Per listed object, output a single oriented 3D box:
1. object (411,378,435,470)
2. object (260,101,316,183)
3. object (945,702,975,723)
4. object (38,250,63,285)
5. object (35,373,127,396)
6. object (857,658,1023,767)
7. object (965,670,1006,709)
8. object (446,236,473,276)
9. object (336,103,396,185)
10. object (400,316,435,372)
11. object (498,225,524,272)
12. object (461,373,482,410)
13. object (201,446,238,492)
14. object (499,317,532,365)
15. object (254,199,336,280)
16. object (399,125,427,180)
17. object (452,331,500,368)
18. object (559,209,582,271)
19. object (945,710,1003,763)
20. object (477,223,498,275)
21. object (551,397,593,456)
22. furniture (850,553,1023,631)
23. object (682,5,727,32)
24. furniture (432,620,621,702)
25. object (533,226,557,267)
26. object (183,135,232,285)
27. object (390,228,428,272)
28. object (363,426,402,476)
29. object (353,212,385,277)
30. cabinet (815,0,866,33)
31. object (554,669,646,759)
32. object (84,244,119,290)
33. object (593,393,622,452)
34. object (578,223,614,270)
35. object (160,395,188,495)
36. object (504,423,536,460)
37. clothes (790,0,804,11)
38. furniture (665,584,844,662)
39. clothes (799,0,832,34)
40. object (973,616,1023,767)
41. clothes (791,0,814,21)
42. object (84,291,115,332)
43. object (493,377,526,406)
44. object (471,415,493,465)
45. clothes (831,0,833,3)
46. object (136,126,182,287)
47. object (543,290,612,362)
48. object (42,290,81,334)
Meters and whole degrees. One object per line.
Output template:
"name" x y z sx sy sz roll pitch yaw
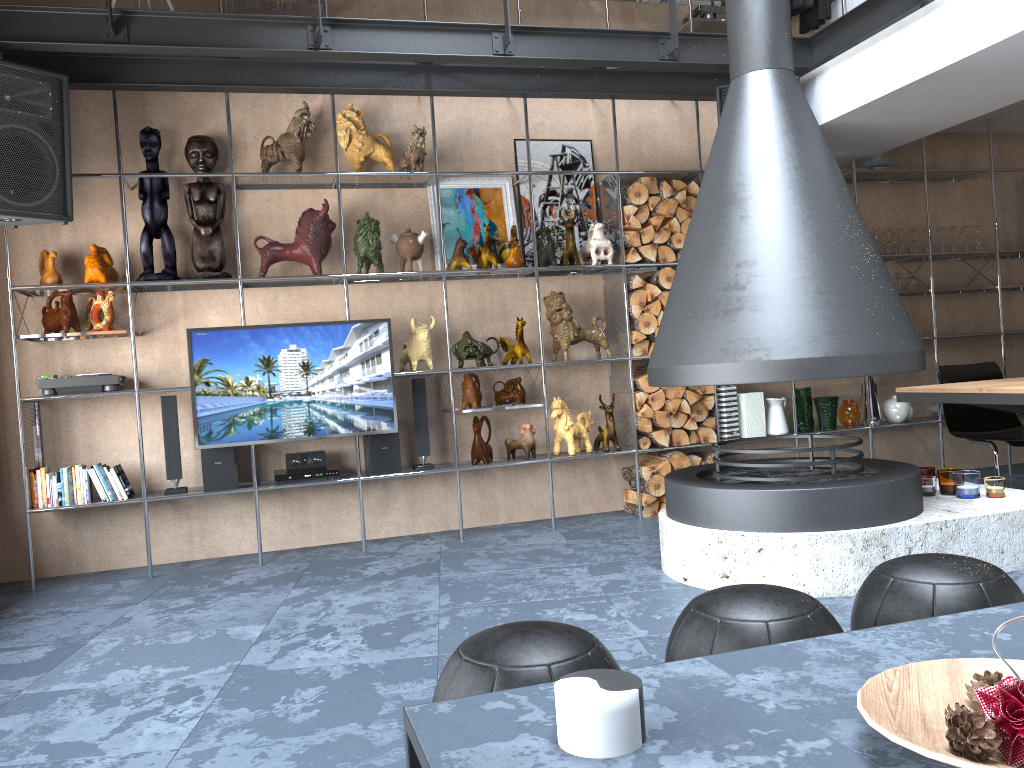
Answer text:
"object" -0.539 0.233 5.220 0.112 0.533 0.112 -4 1 -16
"object" -1.283 -1.385 5.074 0.328 0.442 0.207 -4 1 -23
"object" 0.611 0.453 1.202 0.042 0.042 0.043 -4 1 -21
"object" -2.446 -0.612 4.698 0.107 0.209 0.233 -4 1 -29
"object" -2.304 -0.005 4.754 0.404 0.114 0.320 -4 1 -16
"object" 0.659 0.449 1.144 0.395 0.061 0.395 -4 1 -23
"object" 0.676 0.433 1.249 0.063 0.061 0.061 -4 1 -16
"object" -0.329 -0.763 5.320 0.137 0.207 0.272 -4 1 -12
"object" -0.863 -1.424 5.233 0.328 0.458 0.215 -4 1 -11
"object" -0.565 -0.229 5.191 0.154 0.310 0.325 -4 1 -31
"object" 0.003 -0.821 5.382 0.123 0.270 0.227 -4 1 -16
"object" -0.242 0.041 5.316 0.108 0.214 0.217 -4 1 9
"object" -1.638 0.430 4.961 0.175 0.303 0.343 -4 1 -16
"object" 0.008 -0.258 5.405 0.097 0.290 0.290 -5 1 -36
"object" -1.221 -0.814 5.011 0.462 0.440 0.219 -4 1 -16
"object" -0.569 -1.350 5.173 0.131 0.280 0.208 -4 1 -34
"object" -0.233 -0.207 5.312 0.192 0.221 0.403 -4 1 21
"object" 0.348 -0.889 5.474 0.116 0.358 0.198 -4 1 -8
"object" 0.577 0.441 1.109 0.062 0.062 0.060 -3 1 35
"object" -0.165 -0.815 5.356 0.097 0.290 0.290 -4 1 -17
"object" 0.373 0.252 5.486 0.170 0.363 0.375 -3 1 40
"furniture" 1.017 0.638 2.094 0.402 0.462 0.401 -4 1 -1
"object" 1.354 -2.383 5.817 0.404 0.114 0.320 -4 1 -16
"furniture" 0.043 0.710 1.749 0.401 0.462 0.402 -4 1 24
"object" 0.195 -0.825 5.456 0.126 0.249 0.253 -4 1 -11
"object" -1.712 -0.982 4.952 0.237 0.840 0.305 -4 1 -14
"object" -0.593 -0.772 5.160 0.237 0.266 0.164 -4 1 1
"object" -0.770 0.366 5.206 0.175 0.303 0.343 -4 1 -16
"object" -0.824 -0.800 5.107 0.167 0.356 0.255 -4 1 3
"cabinet" 2.444 -2.322 6.081 0.527 0.561 0.435 -4 1 -15
"object" 0.127 0.473 1.280 0.126 0.081 0.126 -5 1 -43
"object" -2.206 -0.630 4.769 0.138 0.222 0.278 -4 1 -5
"object" 0.584 0.240 5.527 0.116 0.358 0.198 -4 1 -23
"object" 0.509 -0.862 5.530 0.151 0.280 0.314 -4 1 -17
"object" -1.855 0.329 4.848 0.112 0.533 0.112 -4 1 -16
"object" 0.043 0.350 5.366 0.212 0.220 0.119 -4 1 18
"clothes" 1.835 -2.758 5.922 0.074 0.586 0.488 -4 1 -23
"furniture" 0.538 0.673 1.924 0.401 0.462 0.402 -4 1 4
"clothes" 2.038 -2.749 5.964 0.090 0.689 0.424 -4 1 -17
"object" 0.651 0.390 1.123 0.118 0.172 0.105 -3 1 36
"clothes" 1.907 -2.762 5.909 0.074 0.586 0.488 -4 1 -23
"object" -2.221 -0.385 4.776 0.267 0.223 0.060 -3 1 30
"object" -0.019 0.046 5.356 0.210 0.168 0.105 -4 1 24
"object" -0.187 0.335 5.303 0.114 0.290 0.249 -4 1 10
"clothes" 2.283 -2.664 6.059 0.189 0.043 0.248 -4 1 -7
"object" -1.965 -0.985 4.859 0.244 0.879 0.244 -4 1 13
"object" 0.403 -0.366 5.513 0.405 0.451 0.210 -4 1 -24
"object" -2.413 -0.375 4.717 0.233 0.229 0.116 -4 1 24
